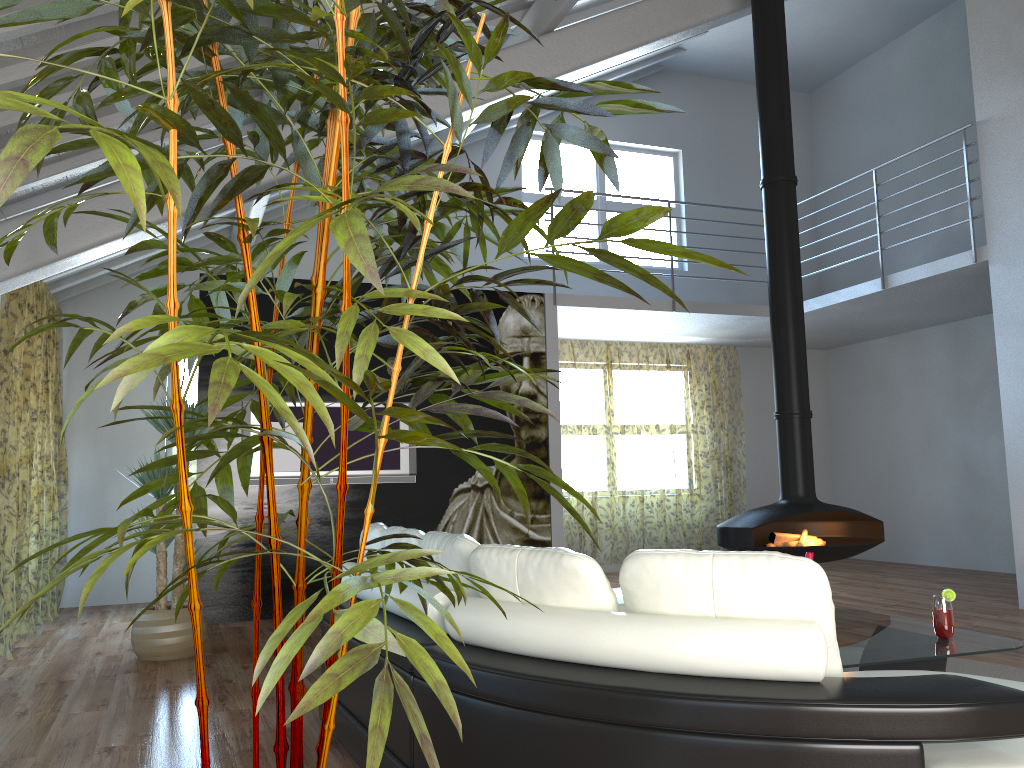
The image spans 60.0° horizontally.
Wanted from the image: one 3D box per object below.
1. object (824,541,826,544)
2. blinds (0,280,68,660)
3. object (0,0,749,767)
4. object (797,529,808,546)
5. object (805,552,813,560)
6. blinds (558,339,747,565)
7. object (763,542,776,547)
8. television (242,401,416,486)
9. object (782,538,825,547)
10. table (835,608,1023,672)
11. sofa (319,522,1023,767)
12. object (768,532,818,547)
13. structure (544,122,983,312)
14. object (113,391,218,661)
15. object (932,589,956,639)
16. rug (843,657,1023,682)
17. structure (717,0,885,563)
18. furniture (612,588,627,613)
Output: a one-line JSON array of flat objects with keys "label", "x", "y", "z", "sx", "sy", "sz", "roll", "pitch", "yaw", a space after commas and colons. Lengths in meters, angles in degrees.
[{"label": "object", "x": 2.019, "y": 1.115, "z": 6.067, "sx": 0.274, "sy": 0.082, "sz": 0.066, "roll": 1, "pitch": -7, "yaw": -21}, {"label": "blinds", "x": -3.450, "y": 0.478, "z": 6.362, "sx": 0.306, "sy": 2.546, "sz": 2.780, "roll": 1, "pitch": -7, "yaw": -21}, {"label": "object", "x": -0.283, "y": -0.136, "z": 1.408, "sx": 1.177, "sy": 2.473, "sz": 1.399, "roll": -2, "pitch": -7, "yaw": 4}, {"label": "object", "x": 1.942, "y": 1.034, "z": 5.915, "sx": 0.040, "sy": 0.117, "sz": 0.268, "roll": -5, "pitch": -7, "yaw": 26}, {"label": "object", "x": 1.256, "y": 0.880, "z": 3.776, "sx": 0.069, "sy": 0.323, "sz": 0.060, "roll": 5, "pitch": -9, "yaw": -44}, {"label": "blinds", "x": 1.270, "y": 0.710, "z": 9.317, "sx": 2.780, "sy": 2.324, "sz": 0.306, "roll": 1, "pitch": -7, "yaw": -21}, {"label": "object", "x": 1.789, "y": 1.104, "z": 6.004, "sx": 0.089, "sy": 0.127, "sz": 0.302, "roll": -8, "pitch": -9, "yaw": 44}, {"label": "television", "x": -1.402, "y": 0.458, "z": 6.897, "sx": 1.336, "sy": 0.639, "sz": 0.044, "roll": 1, "pitch": -7, "yaw": -21}, {"label": "object", "x": 1.940, "y": 1.086, "z": 5.905, "sx": 0.285, "sy": 0.103, "sz": 0.095, "roll": 1, "pitch": -7, "yaw": -21}, {"label": "table", "x": 1.236, "y": 1.175, "z": 3.662, "sx": 1.201, "sy": 0.290, "sz": 1.201, "roll": 1, "pitch": -7, "yaw": -18}, {"label": "sofa", "x": 0.191, "y": 0.868, "z": 2.845, "sx": 1.359, "sy": 0.805, "sz": 3.047, "roll": 4, "pitch": -9, "yaw": -41}, {"label": "object", "x": 1.896, "y": 1.060, "z": 5.984, "sx": 0.317, "sy": 0.129, "sz": 0.109, "roll": 0, "pitch": -7, "yaw": -11}, {"label": "structure", "x": 3.281, "y": -1.776, "z": 3.546, "sx": 2.536, "sy": 1.055, "sz": 10.133, "roll": 1, "pitch": -7, "yaw": -21}, {"label": "object", "x": -2.057, "y": 0.834, "z": 5.316, "sx": 0.588, "sy": 1.586, "sz": 0.564, "roll": -3, "pitch": -7, "yaw": 12}, {"label": "object", "x": 1.691, "y": 0.900, "z": 3.475, "sx": 0.081, "sy": 0.192, "sz": 0.075, "roll": -8, "pitch": -9, "yaw": 44}, {"label": "rug", "x": 1.382, "y": 1.341, "z": 3.783, "sx": 2.313, "sy": 0.020, "sz": 2.307, "roll": -7, "pitch": -9, "yaw": 39}, {"label": "structure", "x": 1.864, "y": -1.530, "z": 6.224, "sx": 1.176, "sy": 5.494, "sz": 0.851, "roll": 1, "pitch": -7, "yaw": -22}, {"label": "furniture", "x": 0.705, "y": 1.301, "z": 4.805, "sx": 1.134, "sy": 0.367, "sz": 0.596, "roll": 4, "pitch": -8, "yaw": -37}]
